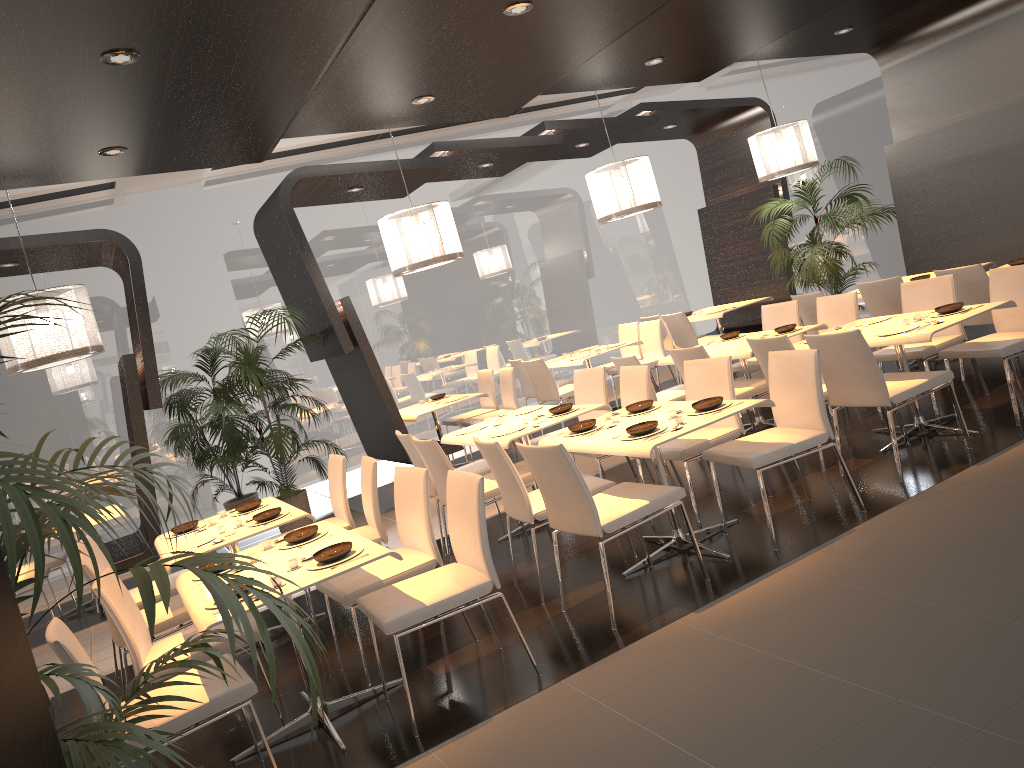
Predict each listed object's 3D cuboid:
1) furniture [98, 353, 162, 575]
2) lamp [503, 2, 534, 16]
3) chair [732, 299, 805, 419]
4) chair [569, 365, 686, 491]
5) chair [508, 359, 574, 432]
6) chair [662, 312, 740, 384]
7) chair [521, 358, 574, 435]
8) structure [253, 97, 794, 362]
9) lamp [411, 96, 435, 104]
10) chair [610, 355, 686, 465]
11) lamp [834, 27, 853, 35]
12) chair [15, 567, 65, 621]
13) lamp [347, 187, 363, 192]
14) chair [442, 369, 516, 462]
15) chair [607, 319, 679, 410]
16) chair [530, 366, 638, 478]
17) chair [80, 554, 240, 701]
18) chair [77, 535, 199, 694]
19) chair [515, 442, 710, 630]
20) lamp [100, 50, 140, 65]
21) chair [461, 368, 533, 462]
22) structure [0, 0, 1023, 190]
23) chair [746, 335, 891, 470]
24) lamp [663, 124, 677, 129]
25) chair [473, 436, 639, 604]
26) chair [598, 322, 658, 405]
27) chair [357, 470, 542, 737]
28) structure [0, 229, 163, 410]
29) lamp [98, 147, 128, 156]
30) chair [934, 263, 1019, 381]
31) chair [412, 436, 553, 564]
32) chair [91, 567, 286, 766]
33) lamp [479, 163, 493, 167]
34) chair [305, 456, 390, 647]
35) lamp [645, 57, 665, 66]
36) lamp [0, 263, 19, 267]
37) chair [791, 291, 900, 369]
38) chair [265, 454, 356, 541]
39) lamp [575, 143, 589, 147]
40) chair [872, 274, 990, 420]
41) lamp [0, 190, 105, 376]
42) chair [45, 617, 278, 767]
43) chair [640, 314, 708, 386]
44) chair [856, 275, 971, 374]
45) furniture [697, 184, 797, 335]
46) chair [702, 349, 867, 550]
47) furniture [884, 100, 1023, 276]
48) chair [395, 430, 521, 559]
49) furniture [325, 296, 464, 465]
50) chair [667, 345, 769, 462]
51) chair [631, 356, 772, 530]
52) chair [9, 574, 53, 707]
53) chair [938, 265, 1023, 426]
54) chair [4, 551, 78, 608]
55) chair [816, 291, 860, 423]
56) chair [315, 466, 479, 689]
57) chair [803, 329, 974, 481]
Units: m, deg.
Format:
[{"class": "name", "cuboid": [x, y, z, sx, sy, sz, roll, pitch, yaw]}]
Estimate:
[{"class": "furniture", "cuboid": [-3.466, 0.673, 7.681, 0.764, 1.672, 1.394, -17, 3, -25]}, {"class": "lamp", "cuboid": [0.030, -2.001, 4.683, 0.162, 0.050, 0.161, -18, 6, -20]}, {"class": "chair", "cuboid": [2.209, -0.212, 7.535, 0.611, 0.868, 0.480, -17, 3, -28]}, {"class": "chair", "cuboid": [0.718, 0.373, 6.003, 0.609, 0.872, 0.482, -17, 2, -18]}, {"class": "chair", "cuboid": [0.393, 0.063, 9.957, 0.609, 0.868, 0.482, -17, 2, -18]}, {"class": "chair", "cuboid": [2.170, -0.461, 10.124, 0.610, 0.872, 0.481, -17, 3, -23]}, {"class": "chair", "cuboid": [0.546, 0.091, 9.272, 0.611, 0.872, 0.480, -17, 3, -28]}, {"class": "structure", "cuboid": [0.362, -1.883, 9.765, 5.988, 1.724, 1.393, -19, 4, -26]}, {"class": "lamp", "cuboid": [-0.613, -1.955, 6.041, 0.162, 0.050, 0.159, -19, 6, -31]}, {"class": "chair", "cuboid": [1.229, 0.118, 7.046, 0.609, 0.868, 0.482, -17, 2, -18]}, {"class": "lamp", "cuboid": [2.937, -3.145, 7.841, 0.162, 0.050, 0.161, -18, 6, -20]}, {"class": "chair", "cuboid": [-4.003, 1.623, 6.992, 0.610, 0.868, 0.481, -17, 3, -23]}, {"class": "lamp", "cuboid": [-1.576, -1.964, 8.873, 0.161, 0.054, 0.160, -18, 5, -20]}, {"class": "chair", "cuboid": [-0.403, 0.340, 9.496, 0.610, 0.872, 0.481, -17, 3, -23]}, {"class": "chair", "cuboid": [1.421, -0.209, 9.734, 0.610, 0.868, 0.481, -17, 3, -23]}, {"class": "chair", "cuboid": [0.484, 0.371, 6.656, 0.611, 0.868, 0.480, -17, 3, -28]}, {"class": "chair", "cuboid": [-1.882, 1.246, 4.715, 0.611, 0.868, 0.480, -17, 3, -28]}, {"class": "chair", "cuboid": [-2.187, 1.270, 5.333, 0.609, 0.868, 0.482, -17, 2, -18]}, {"class": "chair", "cuboid": [0.465, 0.616, 4.291, 0.611, 0.868, 0.480, -17, 3, -28]}, {"class": "lamp", "cuboid": [-1.692, -1.419, 3.809, 0.161, 0.050, 0.160, -18, 6, -20]}, {"class": "chair", "cuboid": [-0.170, 0.331, 8.905, 0.609, 0.868, 0.482, -17, 2, -18]}, {"class": "structure", "cuboid": [-0.044, -1.328, 5.389, 10.760, 1.733, 2.886, -19, 5, -26]}, {"class": "chair", "cuboid": [1.985, 0.036, 5.751, 0.609, 0.872, 0.482, -17, 2, -18]}, {"class": "lamp", "cuboid": [1.897, -3.109, 10.631, 0.163, 0.055, 0.160, -19, 6, -31]}, {"class": "chair", "cuboid": [0.215, 0.633, 4.834, 0.609, 0.868, 0.482, -17, 2, -18]}, {"class": "chair", "cuboid": [1.259, -0.223, 10.359, 0.610, 0.872, 0.481, -17, 3, -23]}, {"class": "chair", "cuboid": [-0.325, 0.893, 3.817, 0.610, 0.872, 0.481, -17, 3, -23]}, {"class": "structure", "cuboid": [-5.811, 0.202, 6.633, 5.988, 1.724, 1.393, -19, 4, -26]}, {"class": "lamp", "cuboid": [-2.335, -1.373, 5.167, 0.162, 0.050, 0.159, -19, 6, -31]}, {"class": "chair", "cuboid": [3.624, -0.520, 6.581, 0.609, 0.868, 0.482, -17, 2, -18]}, {"class": "chair", "cuboid": [-0.202, 0.673, 5.616, 0.610, 0.868, 0.481, -17, 3, -23]}, {"class": "chair", "cuboid": [-1.457, 1.195, 4.014, 0.609, 0.868, 0.482, -17, 2, -18]}, {"class": "lamp", "cuboid": [-0.285, -2.372, 9.524, 0.163, 0.055, 0.160, -19, 6, -31]}, {"class": "chair", "cuboid": [-0.974, 0.940, 5.169, 0.609, 0.868, 0.482, -17, 2, -18]}, {"class": "lamp", "cuboid": [1.115, -2.538, 6.917, 0.162, 0.050, 0.161, -18, 6, -20]}, {"class": "lamp", "cuboid": [-4.276, -1.024, 7.499, 0.163, 0.055, 0.160, -19, 6, -31]}, {"class": "chair", "cuboid": [2.959, -0.462, 7.907, 0.609, 0.872, 0.482, -17, 2, -18]}, {"class": "chair", "cuboid": [-1.268, 0.968, 5.720, 0.610, 0.868, 0.481, -17, 3, -23]}, {"class": "lamp", "cuboid": [0.797, -2.737, 10.073, 0.163, 0.055, 0.160, -19, 6, -31]}, {"class": "chair", "cuboid": [2.854, -0.258, 6.194, 0.611, 0.872, 0.480, -17, 3, -28]}, {"class": "lamp", "cuboid": [-3.476, -1.070, 6.228, 0.621, 1.927, 0.634, -15, 2, 37]}, {"class": "chair", "cuboid": [-1.305, 1.221, 3.329, 0.611, 0.868, 0.480, -17, 3, -28]}, {"class": "chair", "cuboid": [2.007, -0.480, 10.749, 0.610, 0.868, 0.481, -17, 3, -23]}, {"class": "chair", "cuboid": [3.331, -0.513, 7.358, 0.611, 0.872, 0.480, -17, 3, -28]}, {"class": "furniture", "cuboid": [2.707, -1.413, 10.813, 0.764, 1.672, 1.394, -17, 3, -25]}, {"class": "chair", "cuboid": [1.385, 0.314, 4.677, 0.609, 0.868, 0.482, -17, 2, -18]}, {"class": "furniture", "cuboid": [4.339, -1.541, 7.471, 0.764, 1.670, 2.886, -17, 4, -25]}, {"class": "chair", "cuboid": [-0.395, 0.669, 6.201, 0.609, 0.868, 0.482, -17, 2, -18]}, {"class": "furniture", "cuboid": [-1.304, -0.058, 8.778, 0.764, 1.672, 1.394, -17, 3, -25]}, {"class": "chair", "cuboid": [1.594, 0.075, 6.468, 0.610, 0.872, 0.481, -17, 3, -23]}, {"class": "chair", "cuboid": [1.086, 0.339, 5.297, 0.611, 0.872, 0.480, -17, 3, -28]}, {"class": "chair", "cuboid": [-2.959, 1.540, 4.853, 0.610, 0.868, 0.481, -17, 3, -23]}, {"class": "chair", "cuboid": [3.087, -0.259, 5.540, 0.609, 0.872, 0.482, -17, 2, -18]}, {"class": "chair", "cuboid": [-4.166, 1.606, 7.618, 0.610, 0.868, 0.481, -17, 3, -23]}, {"class": "chair", "cuboid": [2.442, -0.212, 6.881, 0.610, 0.868, 0.481, -17, 3, -23]}, {"class": "chair", "cuboid": [-0.619, 0.922, 4.368, 0.611, 0.872, 0.480, -17, 3, -28]}, {"class": "chair", "cuboid": [2.168, 0.044, 5.154, 0.610, 0.872, 0.481, -17, 3, -23]}]
